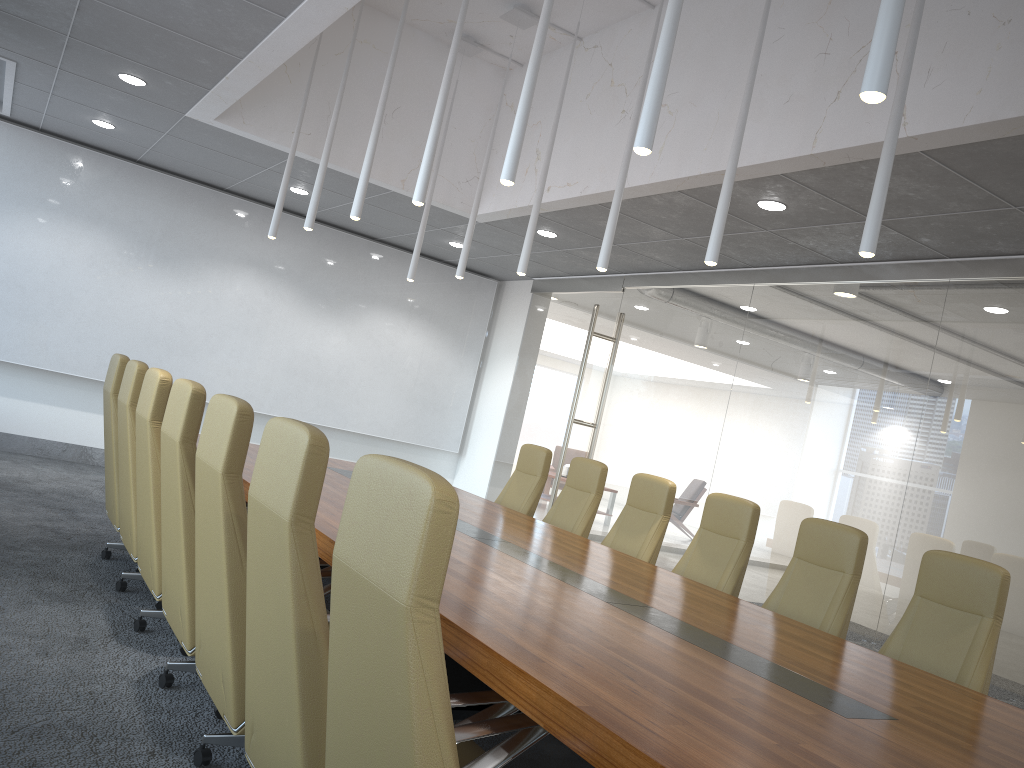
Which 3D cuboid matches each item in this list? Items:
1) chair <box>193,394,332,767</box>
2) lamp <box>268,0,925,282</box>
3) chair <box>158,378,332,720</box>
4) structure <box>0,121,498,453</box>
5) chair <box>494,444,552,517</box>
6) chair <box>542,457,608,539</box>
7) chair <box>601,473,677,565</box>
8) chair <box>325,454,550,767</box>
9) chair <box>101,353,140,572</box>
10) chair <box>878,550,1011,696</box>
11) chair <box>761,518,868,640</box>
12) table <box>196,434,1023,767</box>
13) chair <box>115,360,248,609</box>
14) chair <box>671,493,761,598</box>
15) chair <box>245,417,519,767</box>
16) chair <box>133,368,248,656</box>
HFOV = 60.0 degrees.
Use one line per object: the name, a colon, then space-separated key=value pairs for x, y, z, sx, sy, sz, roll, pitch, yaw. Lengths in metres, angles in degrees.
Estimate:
chair: x=-0.831 y=0.824 z=3.495 sx=0.955 sy=1.406 sz=0.711 roll=14 pitch=-3 yaw=-31
lamp: x=0.539 y=-1.984 z=4.977 sx=2.619 sy=2.378 sz=7.258 roll=14 pitch=-3 yaw=-31
chair: x=-1.240 y=0.762 z=4.185 sx=0.955 sy=1.406 sz=0.711 roll=14 pitch=-3 yaw=-31
structure: x=0.225 y=-0.415 z=4.938 sx=6.600 sy=2.466 sz=13.989 roll=14 pitch=-3 yaw=-31
chair: x=-0.292 y=1.133 z=7.576 sx=0.955 sy=1.406 sz=0.711 roll=14 pitch=-3 yaw=-31
chair: x=0.114 y=1.195 z=6.890 sx=0.955 sy=1.406 sz=0.711 roll=14 pitch=-3 yaw=-31
chair: x=0.525 y=1.258 z=6.196 sx=0.955 sy=1.406 sz=0.711 roll=14 pitch=-3 yaw=-31
chair: x=-0.022 y=0.948 z=2.128 sx=0.955 sy=1.406 sz=0.711 roll=14 pitch=-3 yaw=-31
chair: x=-2.452 y=0.576 z=6.233 sx=0.955 sy=1.406 sz=0.711 roll=14 pitch=-3 yaw=-31
chair: x=1.739 y=1.444 z=4.144 sx=0.955 sy=1.406 sz=0.711 roll=14 pitch=-3 yaw=-31
chair: x=1.335 y=1.382 z=4.827 sx=0.955 sy=1.406 sz=0.711 roll=14 pitch=-3 yaw=-31
table: x=-0.213 y=1.288 z=4.828 sx=2.300 sy=0.895 sz=6.500 roll=14 pitch=-3 yaw=-31
chair: x=-2.047 y=0.638 z=5.549 sx=0.955 sy=1.406 sz=0.711 roll=14 pitch=-3 yaw=-31
chair: x=0.929 y=1.320 z=5.514 sx=0.955 sy=1.406 sz=0.711 roll=14 pitch=-3 yaw=-31
chair: x=-0.420 y=0.887 z=2.801 sx=0.955 sy=1.406 sz=0.711 roll=14 pitch=-3 yaw=-31
chair: x=-1.653 y=0.698 z=4.884 sx=0.955 sy=1.406 sz=0.711 roll=14 pitch=-3 yaw=-31
